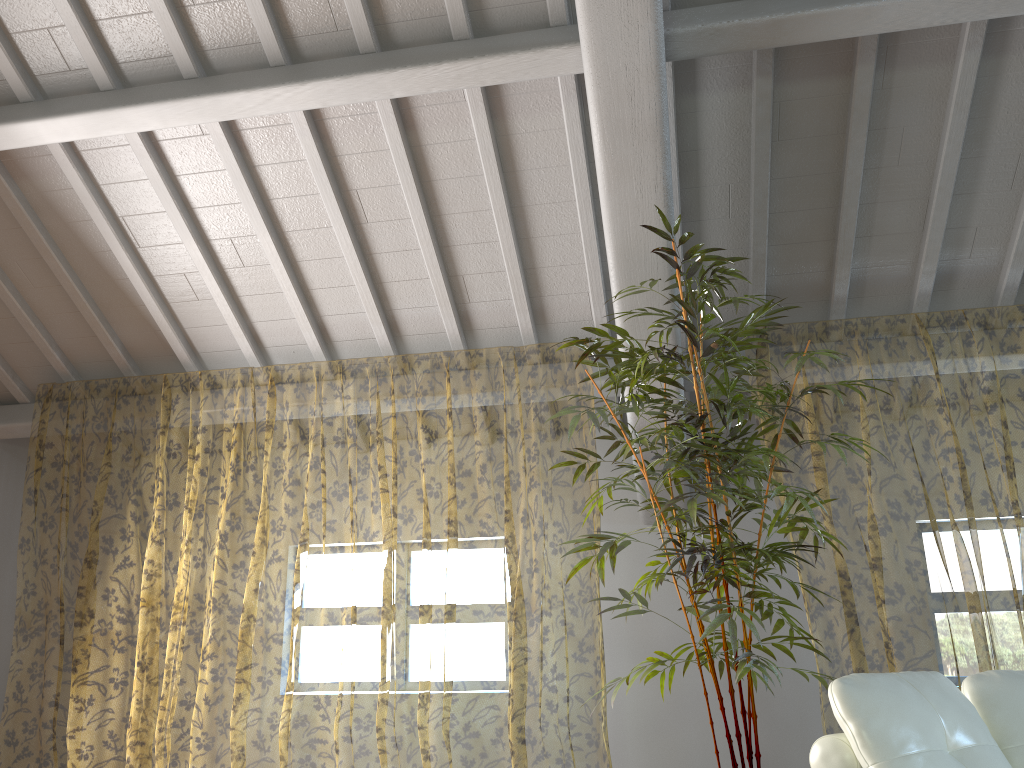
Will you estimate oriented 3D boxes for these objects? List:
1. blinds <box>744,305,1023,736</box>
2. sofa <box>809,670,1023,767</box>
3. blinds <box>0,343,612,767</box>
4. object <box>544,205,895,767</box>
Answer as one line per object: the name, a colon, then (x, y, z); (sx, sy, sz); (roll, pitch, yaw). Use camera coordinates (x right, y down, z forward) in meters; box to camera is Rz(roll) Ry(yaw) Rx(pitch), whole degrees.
blinds: (2.998, 0.786, 4.139); (3.505, 2.546, 0.306); (-4, -18, 10)
sofa: (1.879, 1.035, 1.985); (3.047, 0.805, 1.359); (2, -18, -10)
blinds: (-1.233, 1.096, 4.886); (3.505, 2.546, 0.306); (-4, -18, 10)
object: (0.790, 0.614, 3.376); (1.399, 2.473, 1.177); (-13, -22, 34)
